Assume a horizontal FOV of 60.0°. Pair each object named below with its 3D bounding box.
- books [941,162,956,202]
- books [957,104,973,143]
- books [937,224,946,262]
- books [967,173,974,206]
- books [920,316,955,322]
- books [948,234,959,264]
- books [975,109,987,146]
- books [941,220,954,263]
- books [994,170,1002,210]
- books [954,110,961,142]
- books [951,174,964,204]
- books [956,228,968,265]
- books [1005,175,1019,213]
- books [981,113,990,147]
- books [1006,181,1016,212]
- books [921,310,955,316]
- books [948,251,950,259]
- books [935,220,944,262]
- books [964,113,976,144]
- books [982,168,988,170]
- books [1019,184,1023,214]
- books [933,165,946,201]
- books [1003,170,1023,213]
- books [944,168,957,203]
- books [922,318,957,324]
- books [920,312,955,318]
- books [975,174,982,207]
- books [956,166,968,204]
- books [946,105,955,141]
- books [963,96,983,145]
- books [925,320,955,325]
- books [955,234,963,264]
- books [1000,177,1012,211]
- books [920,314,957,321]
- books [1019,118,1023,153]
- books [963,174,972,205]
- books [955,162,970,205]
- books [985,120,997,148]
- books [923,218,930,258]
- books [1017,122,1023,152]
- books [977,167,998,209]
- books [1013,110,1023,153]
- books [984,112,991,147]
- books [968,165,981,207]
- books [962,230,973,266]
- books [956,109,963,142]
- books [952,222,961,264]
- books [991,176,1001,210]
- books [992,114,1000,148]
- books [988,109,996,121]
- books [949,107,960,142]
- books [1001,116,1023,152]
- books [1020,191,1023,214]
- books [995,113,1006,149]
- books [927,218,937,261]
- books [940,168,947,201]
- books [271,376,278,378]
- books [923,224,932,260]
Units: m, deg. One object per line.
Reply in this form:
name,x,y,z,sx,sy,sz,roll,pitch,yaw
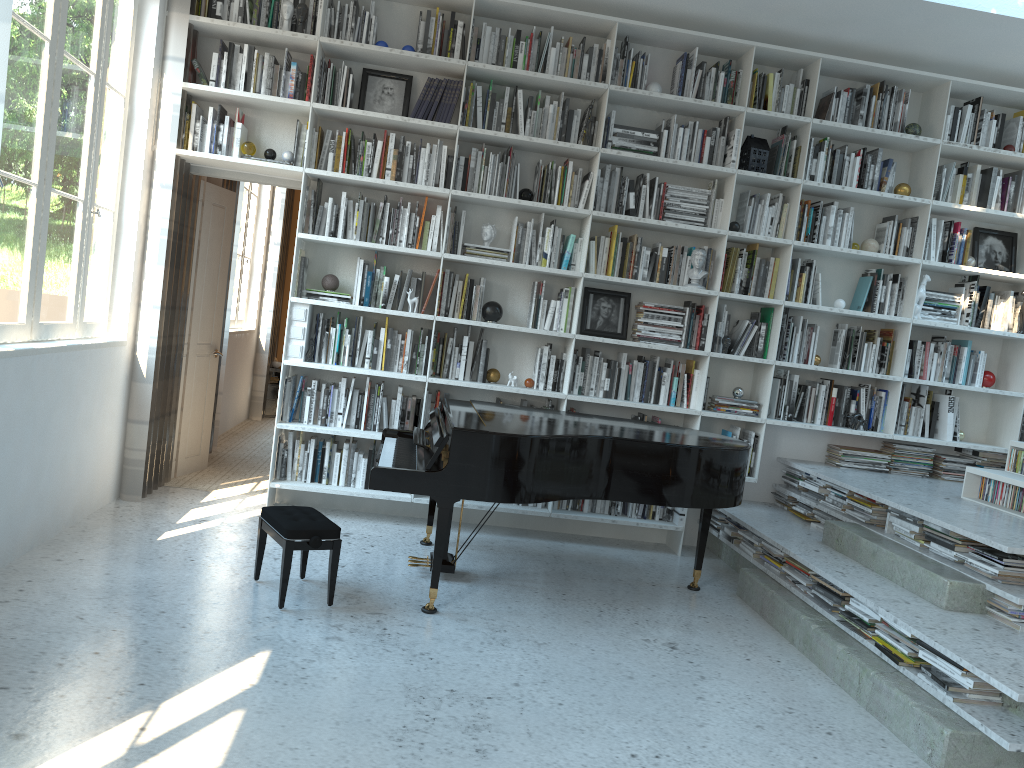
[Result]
books,2.747,-1.268,5.676,0.051,0.282,0.166,7,4,-7
books,2.845,-1.623,5.650,0.048,0.278,0.150,7,4,-7
books,2.735,-0.895,5.727,0.043,0.269,0.131,7,4,-7
books,2.897,-1.227,5.708,0.024,0.236,0.146,7,4,-7
books,2.703,-0.423,5.746,0.254,0.012,0.160,7,4,-11
books,2.794,-0.855,5.700,0.013,0.207,0.189,7,4,-7
books,2.949,-1.602,5.657,0.014,0.262,0.168,7,4,-7
books,2.766,-0.899,5.706,0.012,0.288,0.176,7,4,-7
books,3.097,-1.226,5.722,0.048,0.283,0.162,7,4,-7
books,2.780,-1.607,5.644,0.024,0.231,0.168,7,4,-7
books,2.807,-1.222,5.671,0.025,0.208,0.175,7,4,-7
books,2.858,-0.871,5.721,0.021,0.253,0.166,7,4,-7
books,3.189,-1.204,5.726,0.023,0.264,0.156,7,4,-7
books,2.964,-1.587,5.661,0.022,0.236,0.172,7,4,-7
books,3.160,-1.184,5.715,0.031,0.217,0.165,7,4,-7
books,2.707,-0.459,5.748,0.254,0.012,0.160,7,4,-5
books,2.779,-0.888,5.722,0.020,0.267,0.152,7,4,-7
books,2.710,-0.906,5.714,0.012,0.285,0.159,7,4,-7
books,2.881,-1.595,5.658,0.030,0.231,0.148,7,4,-7
books,3.008,-1.238,5.716,0.012,0.285,0.159,7,4,-7
books,3.240,-1.190,5.729,0.011,0.249,0.151,7,4,-7
books,2.701,-1.260,5.673,0.012,0.254,0.160,7,4,-7
books,3.214,-1.215,5.714,0.022,0.295,0.180,7,4,-7
books,2.783,-1.248,5.690,0.026,0.251,0.130,7,4,-7
books,2.701,-0.411,5.747,0.285,0.012,0.159,7,4,-3
books,2.706,-0.447,5.745,0.254,0.012,0.160,7,4,-3
books,2.948,-1.221,5.703,0.025,0.238,0.142,7,4,-7
books,2.836,-1.246,5.677,0.026,0.261,0.167,7,4,-7
books,2.731,-1.623,5.634,0.025,0.251,0.177,7,4,-7
books,2.910,-1.641,5.646,0.014,0.332,0.180,7,4,-7
books,2.700,-0.399,5.745,0.285,0.012,0.159,7,4,-12
books,2.829,-0.854,5.719,0.033,0.213,0.152,7,4,-7
books,3.127,-1.199,5.703,0.014,0.240,0.189,7,4,-7
books,2.704,-0.435,5.743,0.285,0.012,0.159,7,4,-2
books,3.220,-1.563,5.694,0.016,0.252,0.188,7,4,-7
books,2.871,-1.224,5.691,0.030,0.224,0.157,7,4,-7
books,2.856,-1.262,5.686,0.011,0.296,0.162,7,4,-7
books,3.006,-1.564,5.663,0.024,0.202,0.189,7,4,-7
books,2.619,-0.925,5.699,0.015,0.301,0.140,7,4,-7
books,3.199,-1.550,5.687,0.008,0.221,0.182,7,4,-7
books,2.983,-1.227,5.653,0.032,0.265,0.245,7,4,-7
books,3.253,-1.594,5.694,0.007,0.321,0.165,7,4,-7
books,2.986,-1.594,5.672,0.021,0.254,0.151,7,4,-7
books,2.927,-1.248,5.688,0.026,0.288,0.156,7,4,-7
books,2.882,-0.862,5.714,0.026,0.244,0.177,7,4,-7
books,2.805,-1.615,5.664,0.027,0.250,0.140,7,4,-7
books,2.811,-0.892,5.710,0.014,0.285,0.175,7,4,-7
books,3.042,-1.204,5.690,0.030,0.230,0.186,7,4,-7
books,3.054,-1.586,5.690,0.012,0.254,0.160,7,4,-7
books,3.026,-1.602,5.688,0.012,0.279,0.153,7,4,-7
books,2.757,-1.615,5.633,0.026,0.242,0.184,7,4,-7
books,3.189,-1.569,5.682,0.019,0.256,0.169,7,4,-7
books,3.266,-1.198,5.722,0.036,0.272,0.177,7,4,-7
books,3.077,-1.584,5.679,0.030,0.258,0.164,7,4,-7
books,2.669,-0.913,5.702,0.065,0.289,0.145,7,4,-7
books,2.713,-1.249,5.673,0.013,0.237,0.141,7,4,-7
books,-2.597,-0.077,9.459,0.133,0.012,0.189,8,4,11
books,2.629,-0.896,5.694,0.011,0.248,0.155,7,4,-7
